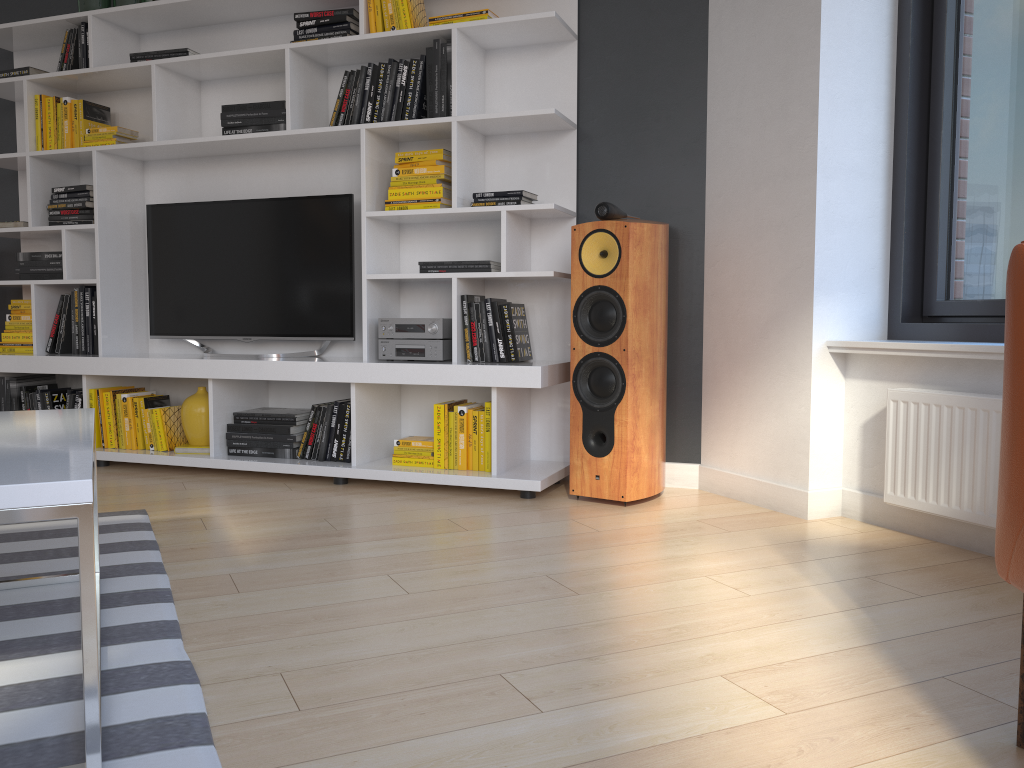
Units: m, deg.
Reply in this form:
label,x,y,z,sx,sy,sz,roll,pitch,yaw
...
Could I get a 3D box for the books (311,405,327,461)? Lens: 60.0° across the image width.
label,x,y,z,sx,sy,sz,roll,pitch,yaw
books,-0.773,0.200,3.762,0.081,0.233,0.169,2,4,19

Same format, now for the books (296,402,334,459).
label,x,y,z,sx,sy,sz,roll,pitch,yaw
books,-0.831,0.197,3.793,0.104,0.234,0.182,2,4,20

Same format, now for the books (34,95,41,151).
label,x,y,z,sx,sy,sz,roll,pitch,yaw
books,-2.210,-1.235,4.283,0.029,0.270,0.204,2,4,20

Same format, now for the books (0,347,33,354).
label,x,y,z,sx,sy,sz,roll,pitch,yaw
books,-2.379,-0.172,4.435,0.270,0.029,0.204,2,5,25

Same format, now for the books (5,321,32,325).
label,x,y,z,sx,sy,sz,roll,pitch,yaw
books,-2.372,-0.304,4.451,0.251,0.019,0.180,2,4,20

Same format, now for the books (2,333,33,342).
label,x,y,z,sx,sy,sz,roll,pitch,yaw
books,-2.376,-0.234,4.445,0.255,0.044,0.198,2,4,20

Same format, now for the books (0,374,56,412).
label,x,y,z,sx,sy,sz,roll,pitch,yaw
books,-2.381,0.113,4.364,0.128,0.321,0.259,2,4,20

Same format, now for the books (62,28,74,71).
label,x,y,z,sx,sy,sz,roll,pitch,yaw
books,-2.043,-1.551,4.212,0.087,0.214,0.171,2,4,20

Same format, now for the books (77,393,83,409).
label,x,y,z,sx,sy,sz,roll,pitch,yaw
books,-1.995,0.159,4.214,0.071,0.243,0.179,2,4,19

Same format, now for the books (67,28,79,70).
label,x,y,z,sx,sy,sz,roll,pitch,yaw
books,-2.020,-1.550,4.190,0.074,0.212,0.154,2,4,19

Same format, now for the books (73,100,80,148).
label,x,y,z,sx,sy,sz,roll,pitch,yaw
books,-2.007,-1.213,4.221,0.024,0.234,0.172,2,4,20

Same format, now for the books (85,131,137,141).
label,x,y,z,sx,sy,sz,roll,pitch,yaw
books,-1.883,-1.161,4.168,0.187,0.014,0.134,2,4,20

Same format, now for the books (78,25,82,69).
label,x,y,z,sx,sy,sz,roll,pitch,yaw
books,-1.974,-1.552,4.175,0.021,0.221,0.156,2,4,20

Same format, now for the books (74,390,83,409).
label,x,y,z,sx,sy,sz,roll,pitch,yaw
books,-2.015,0.152,4.235,0.075,0.254,0.192,2,4,19

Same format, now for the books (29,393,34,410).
label,x,y,z,sx,sy,sz,roll,pitch,yaw
books,-2.249,0.156,4.303,0.049,0.236,0.170,2,4,20

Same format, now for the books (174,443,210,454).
label,x,y,z,sx,sy,sz,roll,pitch,yaw
books,-1.367,0.282,4.010,0.204,0.029,0.270,0,4,5

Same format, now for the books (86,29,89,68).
label,x,y,z,sx,sy,sz,roll,pitch,yaw
books,-1.928,-1.542,4.159,0.021,0.200,0.147,2,4,20

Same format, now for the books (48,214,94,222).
label,x,y,z,sx,sy,sz,roll,pitch,yaw
books,-2.042,-0.786,4.251,0.270,0.025,0.189,2,4,19

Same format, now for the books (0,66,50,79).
label,x,y,z,sx,sy,sz,roll,pitch,yaw
books,-2.345,-1.477,4.305,0.268,0.046,0.208,2,5,23

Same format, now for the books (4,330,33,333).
label,x,y,z,sx,sy,sz,roll,pitch,yaw
books,-2.373,-0.265,4.457,0.263,0.015,0.198,2,5,23

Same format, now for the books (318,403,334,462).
label,x,y,z,sx,sy,sz,roll,pitch,yaw
books,-0.745,0.198,3.738,0.069,0.242,0.172,2,4,21

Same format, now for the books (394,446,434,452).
label,x,y,z,sx,sy,sz,roll,pitch,yaw
books,-0.369,0.258,3.621,0.187,0.014,0.134,2,4,20

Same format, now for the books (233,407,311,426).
label,x,y,z,sx,sy,sz,roll,pitch,yaw
books,-1.033,0.142,3.918,0.310,0.047,0.250,1,4,15

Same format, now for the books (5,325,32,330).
label,x,y,z,sx,sy,sz,roll,pitch,yaw
books,-2.390,-0.282,4.439,0.228,0.024,0.152,2,5,24

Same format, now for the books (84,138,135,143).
label,x,y,z,sx,sy,sz,roll,pitch,yaw
books,-1.882,-1.132,4.174,0.196,0.011,0.148,2,4,20

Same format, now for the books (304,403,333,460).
label,x,y,z,sx,sy,sz,roll,pitch,yaw
books,-0.798,0.199,3.786,0.096,0.234,0.187,2,4,20

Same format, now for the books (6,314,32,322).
label,x,y,z,sx,sy,sz,roll,pitch,yaw
books,-2.362,-0.331,4.443,0.250,0.035,0.185,2,5,23

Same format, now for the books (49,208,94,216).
label,x,y,z,sx,sy,sz,roll,pitch,yaw
books,-2.042,-0.815,4.268,0.266,0.030,0.209,1,4,18

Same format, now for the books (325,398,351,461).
label,x,y,z,sx,sy,sz,roll,pitch,yaw
books,-0.714,0.190,3.755,0.075,0.254,0.192,2,4,19

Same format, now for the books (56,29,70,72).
label,x,y,z,sx,sy,sz,roll,pitch,yaw
books,-2.075,-1.553,4.217,0.096,0.213,0.166,1,4,18

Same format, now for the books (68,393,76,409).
label,x,y,z,sx,sy,sz,roll,pitch,yaw
books,-2.047,0.161,4.220,0.069,0.242,0.172,2,4,21

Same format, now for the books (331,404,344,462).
label,x,y,z,sx,sy,sz,roll,pitch,yaw
books,-0.691,0.198,3.740,0.068,0.243,0.179,2,4,19

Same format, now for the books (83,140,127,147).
label,x,y,z,sx,sy,sz,roll,pitch,yaw
books,-1.884,-1.109,4.173,0.190,0.033,0.147,2,4,20

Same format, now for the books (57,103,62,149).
label,x,y,z,sx,sy,sz,roll,pitch,yaw
books,-2.107,-1.210,4.242,0.024,0.229,0.156,2,4,20

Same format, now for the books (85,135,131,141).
label,x,y,z,sx,sy,sz,roll,pitch,yaw
books,-1.894,-1.144,4.157,0.169,0.018,0.113,2,4,21

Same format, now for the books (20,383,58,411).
label,x,y,z,sx,sy,sz,roll,pitch,yaw
books,-2.298,0.138,4.331,0.053,0.268,0.202,2,4,20

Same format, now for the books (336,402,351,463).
label,x,y,z,sx,sy,sz,roll,pitch,yaw
books,-0.654,0.194,3.731,0.084,0.249,0.191,2,4,20

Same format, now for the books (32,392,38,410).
label,x,y,z,sx,sy,sz,roll,pitch,yaw
books,-2.231,0.154,4.288,0.050,0.242,0.169,2,4,19

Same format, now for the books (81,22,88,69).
label,x,y,z,sx,sy,sz,roll,pitch,yaw
books,-1.949,-1.557,4.171,0.025,0.232,0.176,2,4,20

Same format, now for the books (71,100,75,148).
label,x,y,z,sx,sy,sz,roll,pitch,yaw
books,-2.028,-1.216,4.233,0.023,0.239,0.169,2,4,20

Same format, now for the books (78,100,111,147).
label,x,y,z,sx,sy,sz,roll,pitch,yaw
books,-1.981,-1.212,4.216,0.024,0.234,0.172,2,4,20

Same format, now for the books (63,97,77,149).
label,x,y,z,sx,sy,sz,roll,pitch,yaw
books,-2.057,-1.223,4.240,0.035,0.250,0.185,2,4,20

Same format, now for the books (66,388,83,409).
label,x,y,z,sx,sy,sz,roll,pitch,yaw
books,-2.057,0.148,4.253,0.066,0.260,0.197,2,4,20

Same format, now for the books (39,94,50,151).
label,x,y,z,sx,sy,sz,roll,pitch,yaw
books,-2.181,-1.235,4.282,0.025,0.270,0.213,2,4,20

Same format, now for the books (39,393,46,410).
label,x,y,z,sx,sy,sz,roll,pitch,yaw
books,-2.174,0.156,4.271,0.066,0.242,0.177,2,4,20

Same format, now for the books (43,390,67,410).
label,x,y,z,sx,sy,sz,roll,pitch,yaw
books,-2.140,0.152,4.262,0.083,0.249,0.191,2,4,20

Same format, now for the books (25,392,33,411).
label,x,y,z,sx,sy,sz,roll,pitch,yaw
books,-2.269,0.155,4.317,0.053,0.240,0.189,2,4,20

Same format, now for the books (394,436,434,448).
label,x,y,z,sx,sy,sz,roll,pitch,yaw
books,-0.368,0.237,3.633,0.186,0.026,0.138,2,4,20

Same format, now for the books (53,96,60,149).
label,x,y,z,sx,sy,sz,roll,pitch,yaw
books,-2.117,-1.229,4.267,0.015,0.263,0.199,2,4,20

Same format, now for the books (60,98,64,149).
label,x,y,z,sx,sy,sz,roll,pitch,yaw
books,-2.081,-1.224,4.251,0.019,0.251,0.180,2,4,20

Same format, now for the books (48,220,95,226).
label,x,y,z,sx,sy,sz,roll,pitch,yaw
books,-2.043,-0.760,4.251,0.263,0.026,0.189,1,4,18

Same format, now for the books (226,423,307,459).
label,x,y,z,sx,sy,sz,roll,pitch,yaw
books,-1.035,0.236,3.902,0.343,0.137,0.277,1,4,15

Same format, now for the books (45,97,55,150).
label,x,y,z,sx,sy,sz,roll,pitch,yaw
books,-2.147,-1.228,4.275,0.044,0.255,0.198,2,4,20

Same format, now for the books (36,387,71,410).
label,x,y,z,sx,sy,sz,roll,pitch,yaw
books,-2.200,0.149,4.288,0.066,0.255,0.193,2,4,19

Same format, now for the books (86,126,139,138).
label,x,y,z,sx,sy,sz,roll,pitch,yaw
books,-1.882,-1.182,4.180,0.186,0.026,0.138,2,4,20

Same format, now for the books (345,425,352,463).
label,x,y,z,sx,sy,sz,roll,pitch,yaw
books,-0.622,0.190,3.720,0.066,0.260,0.197,2,4,20
